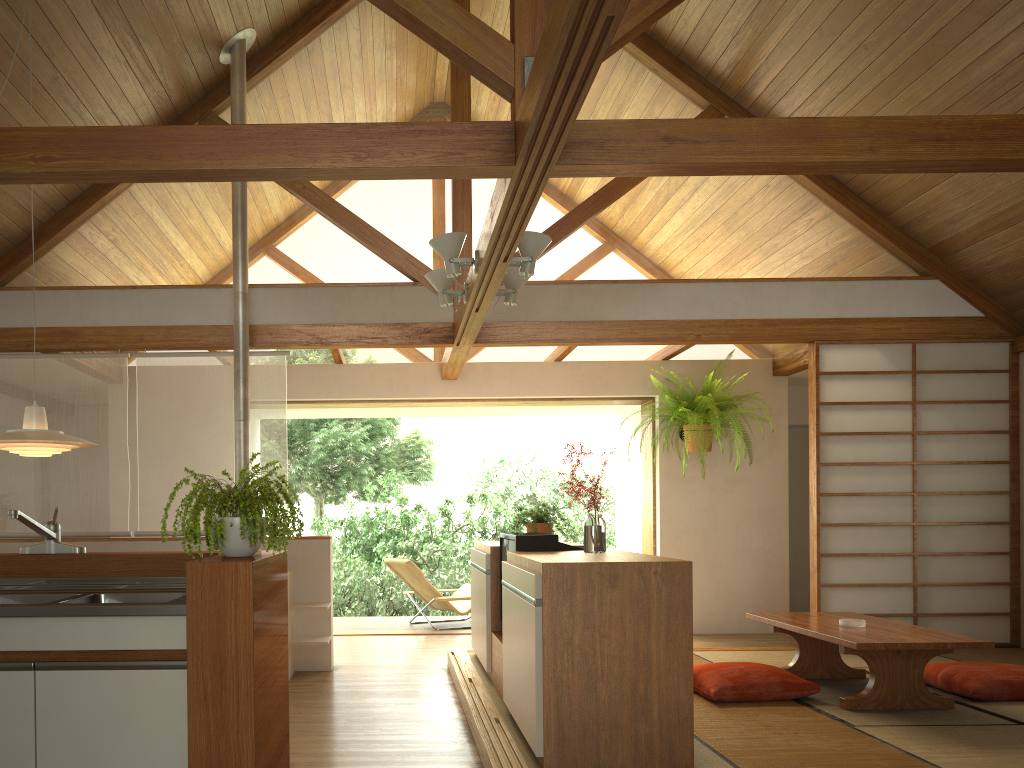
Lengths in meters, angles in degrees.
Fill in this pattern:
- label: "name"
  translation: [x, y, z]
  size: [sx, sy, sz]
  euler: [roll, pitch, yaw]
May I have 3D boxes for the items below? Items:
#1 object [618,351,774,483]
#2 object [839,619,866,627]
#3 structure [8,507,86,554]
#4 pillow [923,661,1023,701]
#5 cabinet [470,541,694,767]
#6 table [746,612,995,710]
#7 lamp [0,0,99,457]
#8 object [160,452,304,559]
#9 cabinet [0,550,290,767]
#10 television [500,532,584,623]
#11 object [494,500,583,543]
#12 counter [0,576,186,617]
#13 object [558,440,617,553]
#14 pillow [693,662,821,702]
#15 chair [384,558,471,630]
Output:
- label: "object"
  translation: [1.555, 0.294, 7.010]
  size: [1.252, 1.124, 1.084]
  euler: [0, -4, -10]
- label: "object"
  translation: [1.705, 1.196, 4.383]
  size: [0.112, 0.030, 0.127]
  euler: [4, -9, -30]
- label: "structure"
  translation: [-1.769, 0.537, 3.190]
  size: [0.251, 0.174, 0.391]
  euler: [-2, -7, 12]
- label: "pillow"
  translation: [2.409, 1.483, 4.412]
  size: [0.553, 0.131, 0.571]
  euler: [0, -8, -5]
- label: "cabinet"
  translation: [0.184, 1.196, 4.410]
  size: [0.552, 0.732, 2.697]
  euler: [0, -8, -7]
- label: "table"
  translation: [1.720, 1.383, 4.405]
  size: [0.597, 0.334, 1.224]
  euler: [0, -8, -6]
- label: "lamp"
  translation: [-2.832, -0.716, 4.154]
  size: [1.836, 2.144, 0.546]
  euler: [-1, 0, 10]
- label: "object"
  translation: [-0.913, 0.416, 2.932]
  size: [0.475, 0.349, 0.475]
  euler: [-3, -6, 21]
- label: "cabinet"
  translation: [-2.211, 1.045, 3.029]
  size: [2.779, 0.879, 0.846]
  euler: [-1, -4, 0]
- label: "television"
  translation: [0.213, 1.021, 4.408]
  size: [0.488, 0.537, 0.650]
  euler: [0, -5, -5]
- label: "object"
  translation: [0.134, 0.909, 5.441]
  size: [0.538, 0.375, 0.532]
  euler: [5, -8, -43]
- label: "counter"
  translation: [-2.301, 0.764, 2.940]
  size: [2.580, 0.168, 0.623]
  euler: [-1, -8, 0]
- label: "object"
  translation: [0.322, 0.488, 3.813]
  size: [0.240, 0.498, 0.224]
  euler: [-1, -1, 3]
- label: "pillow"
  translation: [1.156, 1.490, 4.432]
  size: [0.547, 0.148, 0.578]
  euler: [1, -8, -10]
- label: "chair"
  translation: [-0.519, 1.894, 8.013]
  size: [1.172, 0.625, 0.851]
  euler: [3, -6, -28]
